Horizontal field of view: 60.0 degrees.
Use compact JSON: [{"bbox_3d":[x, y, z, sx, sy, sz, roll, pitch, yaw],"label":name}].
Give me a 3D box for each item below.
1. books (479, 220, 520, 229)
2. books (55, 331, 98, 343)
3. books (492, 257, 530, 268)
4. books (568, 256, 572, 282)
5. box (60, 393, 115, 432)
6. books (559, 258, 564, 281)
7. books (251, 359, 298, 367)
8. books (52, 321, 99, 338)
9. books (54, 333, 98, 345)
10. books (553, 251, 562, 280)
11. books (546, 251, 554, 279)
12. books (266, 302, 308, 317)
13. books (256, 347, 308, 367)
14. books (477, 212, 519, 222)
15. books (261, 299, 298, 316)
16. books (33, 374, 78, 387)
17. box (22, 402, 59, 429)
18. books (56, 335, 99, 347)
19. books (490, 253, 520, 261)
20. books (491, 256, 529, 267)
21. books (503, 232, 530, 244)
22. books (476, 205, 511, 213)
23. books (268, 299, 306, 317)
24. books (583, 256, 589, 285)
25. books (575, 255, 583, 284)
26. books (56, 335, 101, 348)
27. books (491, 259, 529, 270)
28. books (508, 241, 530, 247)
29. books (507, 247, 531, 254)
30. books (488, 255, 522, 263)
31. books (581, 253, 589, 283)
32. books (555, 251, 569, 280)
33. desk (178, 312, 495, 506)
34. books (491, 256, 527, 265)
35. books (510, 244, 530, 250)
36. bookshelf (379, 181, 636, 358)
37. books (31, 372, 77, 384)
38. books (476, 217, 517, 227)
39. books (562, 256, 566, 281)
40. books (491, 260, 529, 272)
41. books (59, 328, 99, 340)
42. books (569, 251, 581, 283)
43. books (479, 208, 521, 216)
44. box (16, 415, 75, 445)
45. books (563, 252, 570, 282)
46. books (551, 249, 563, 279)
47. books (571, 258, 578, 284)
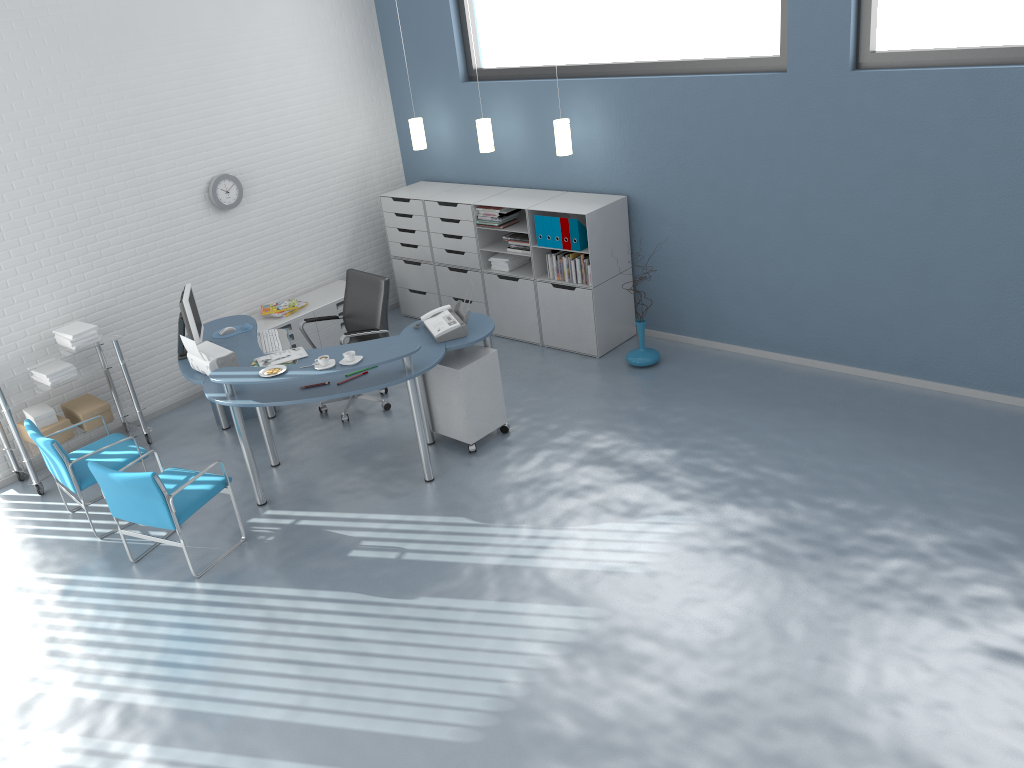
[{"bbox_3d":[-0.106,-1.310,7.220,0.265,0.019,0.209,15,33,39],"label":"books"},{"bbox_3d":[-3.011,-0.348,6.126,0.270,0.015,0.190,16,34,41],"label":"books"},{"bbox_3d":[-0.008,-1.021,7.381,0.190,0.015,0.270,16,34,41],"label":"books"},{"bbox_3d":[0.490,-0.906,6.838,0.017,0.203,0.155,15,33,39],"label":"books"},{"bbox_3d":[-3.004,0.199,6.275,0.347,0.133,0.207,15,33,40],"label":"box"},{"bbox_3d":[0.425,-0.909,6.900,0.021,0.172,0.157,15,33,39],"label":"books"},{"bbox_3d":[-1.499,-0.141,5.609,0.300,0.005,0.200,-8,25,-1],"label":"books"},{"bbox_3d":[-3.014,-0.378,6.121,0.270,0.015,0.190,11,31,35],"label":"books"},{"bbox_3d":[-3.015,-0.335,6.136,0.270,0.015,0.190,15,33,39],"label":"books"},{"bbox_3d":[0.383,-0.931,6.929,0.022,0.198,0.157,15,33,39],"label":"books"},{"bbox_3d":[0.335,-0.946,6.968,0.040,0.203,0.157,15,33,39],"label":"books"},{"bbox_3d":[-1.875,-0.625,7.391,0.210,0.020,0.300,5,28,26],"label":"books"},{"bbox_3d":[-1.466,-0.169,5.655,0.300,0.010,0.200,-17,26,-19],"label":"books"},{"bbox_3d":[-0.115,-1.369,7.192,0.265,0.044,0.212,15,33,39],"label":"books"},{"bbox_3d":[-1.923,-0.636,7.333,0.300,0.020,0.210,-12,25,-10],"label":"books"},{"bbox_3d":[-3.138,-0.051,6.091,0.270,0.015,0.190,14,32,38],"label":"books"},{"bbox_3d":[-3.209,0.214,6.037,0.139,0.090,0.234,-28,32,-36],"label":"box"},{"bbox_3d":[-3.010,-0.320,6.138,0.270,0.015,0.190,16,34,41],"label":"books"},{"bbox_3d":[-0.024,-1.075,7.358,0.190,0.015,0.270,11,31,35],"label":"books"},{"bbox_3d":[-0.015,-1.032,7.371,0.190,0.015,0.270,15,33,39],"label":"books"},{"bbox_3d":[0.104,-1.179,7.077,0.283,0.041,0.224,15,33,39],"label":"books"},{"bbox_3d":[-0.126,-1.431,7.165,0.258,0.024,0.212,15,33,39],"label":"books"},{"bbox_3d":[-1.890,-0.630,7.359,0.210,0.020,0.300,11,31,35],"label":"books"},{"bbox_3d":[0.598,-0.875,6.747,0.022,0.198,0.157,15,33,39],"label":"books"},{"bbox_3d":[0.550,-0.890,6.786,0.040,0.203,0.157,15,33,39],"label":"books"},{"bbox_3d":[-3.005,-0.311,6.152,0.270,0.015,0.190,13,32,37],"label":"books"},{"bbox_3d":[-0.015,-1.008,7.390,0.190,0.015,0.270,13,32,37],"label":"books"},{"bbox_3d":[0.130,-1.148,7.092,0.251,0.034,0.197,15,33,39],"label":"books"},{"bbox_3d":[0.127,-1.094,7.115,0.265,0.034,0.212,15,33,39],"label":"books"},{"bbox_3d":[-0.036,-1.060,7.366,0.190,0.015,0.270,15,33,39],"label":"books"},{"bbox_3d":[0.582,-0.898,6.764,0.032,0.229,0.138,15,33,39],"label":"books"},{"bbox_3d":[0.403,-0.928,6.911,0.032,0.203,0.157,15,33,39],"label":"books"},{"bbox_3d":[-1.284,0.084,5.804,2.282,0.900,1.402,1,26,18],"label":"desk"},{"bbox_3d":[-0.012,-1.049,7.370,0.190,0.015,0.270,16,34,41],"label":"books"},{"bbox_3d":[0.138,-1.116,7.090,0.224,0.023,0.212,15,33,39],"label":"books"},{"bbox_3d":[-0.083,-1.042,7.561,2.294,1.141,0.521,15,33,39],"label":"bookshelf"},{"bbox_3d":[-3.140,-0.064,6.085,0.270,0.015,0.190,12,31,36],"label":"books"},{"bbox_3d":[-0.127,-1.332,7.209,0.240,0.034,0.234,15,33,39],"label":"books"},{"bbox_3d":[0.447,-0.916,6.883,0.032,0.193,0.146,15,33,39],"label":"books"},{"bbox_3d":[-0.013,-0.994,7.396,0.190,0.015,0.270,15,33,39],"label":"books"},{"bbox_3d":[-3.012,-0.370,6.140,0.270,0.015,0.190,15,33,39],"label":"books"},{"bbox_3d":[0.501,-0.922,6.816,0.021,0.247,0.157,15,33,39],"label":"books"},{"bbox_3d":[-0.099,-1.406,7.173,0.298,0.034,0.187,15,33,39],"label":"books"},{"bbox_3d":[-3.196,0.314,6.084,0.347,0.133,0.207,11,31,35],"label":"box"},{"bbox_3d":[0.465,-0.916,6.849,0.038,0.217,0.166,15,33,39],"label":"books"},{"bbox_3d":[0.367,-0.954,6.946,0.032,0.229,0.138,15,33,39],"label":"books"},{"bbox_3d":[0.519,-0.885,6.807,0.032,0.184,0.173,15,33,39],"label":"books"}]
